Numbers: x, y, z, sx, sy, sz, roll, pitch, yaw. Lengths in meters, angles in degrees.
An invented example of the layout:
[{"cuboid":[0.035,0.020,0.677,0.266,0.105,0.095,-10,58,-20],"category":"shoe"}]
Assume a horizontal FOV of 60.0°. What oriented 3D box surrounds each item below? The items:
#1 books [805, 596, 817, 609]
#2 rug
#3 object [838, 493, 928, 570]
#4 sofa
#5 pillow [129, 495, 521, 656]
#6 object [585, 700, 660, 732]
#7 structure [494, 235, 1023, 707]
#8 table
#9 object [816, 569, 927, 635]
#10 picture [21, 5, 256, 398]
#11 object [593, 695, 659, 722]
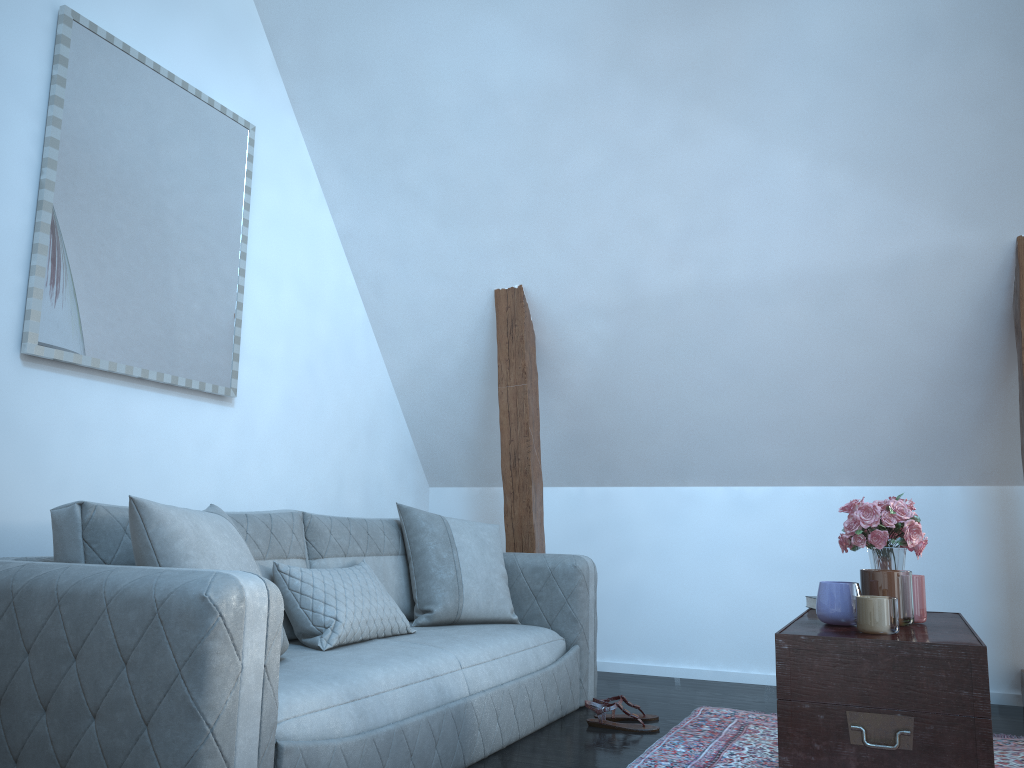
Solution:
[{"cuboid":[1.042,0.671,2.700,0.243,0.034,0.179,1,-9,2],"category":"books"},{"cuboid":[0.938,1.097,2.232,1.512,0.029,2.647,-3,-10,23],"category":"rug"},{"cuboid":[1.072,0.492,2.576,0.235,0.351,0.234,4,-10,-16],"category":"object"},{"cuboid":[-0.599,0.814,2.988,1.107,0.770,2.458,-3,-10,23],"category":"sofa"},{"cuboid":[-0.499,0.639,2.997,0.444,0.515,2.075,-3,-10,23],"category":"pillow"},{"cuboid":[0.403,1.220,3.263,0.277,0.090,0.101,-1,-10,12],"category":"object"},{"cuboid":[5.738,0.205,2.179,12.350,1.963,1.023,-3,-10,23],"category":"structure"},{"cuboid":[0.974,0.864,2.289,0.471,0.492,0.962,-3,-10,23],"category":"table"},{"cuboid":[0.900,0.543,2.251,0.215,0.138,0.413,-5,-11,35],"category":"object"},{"cuboid":[-1.322,-0.605,3.303,0.025,1.185,0.965,-3,-10,23],"category":"picture"},{"cuboid":[0.434,1.246,3.419,0.277,0.090,0.101,4,-10,-19],"category":"object"}]
